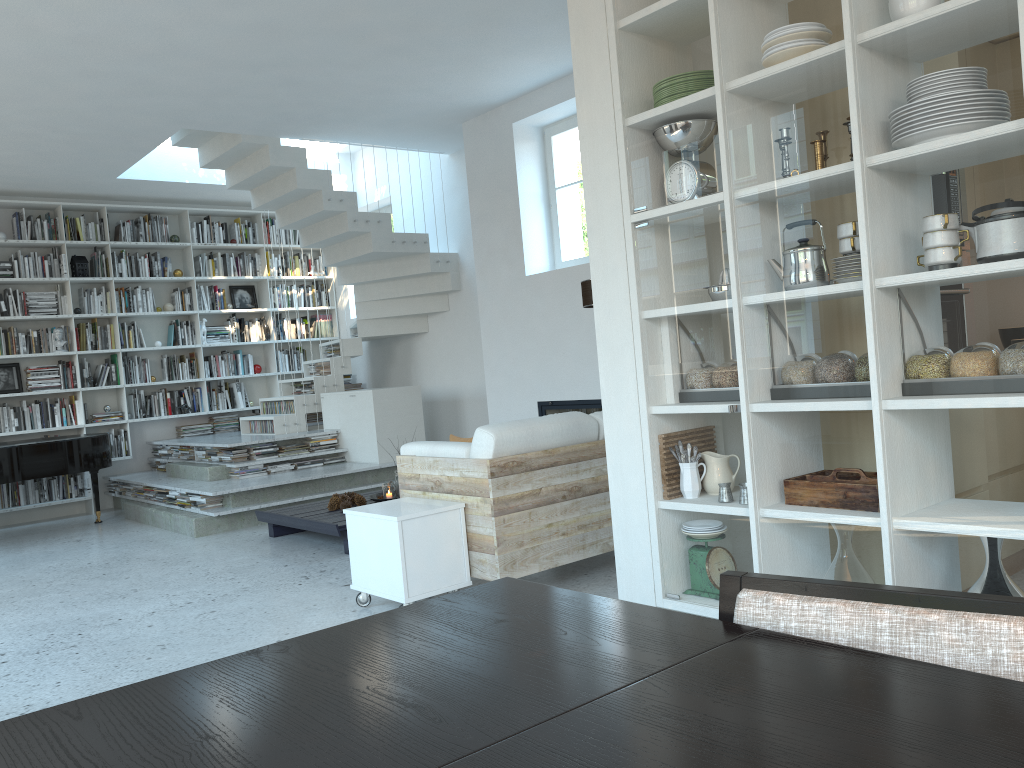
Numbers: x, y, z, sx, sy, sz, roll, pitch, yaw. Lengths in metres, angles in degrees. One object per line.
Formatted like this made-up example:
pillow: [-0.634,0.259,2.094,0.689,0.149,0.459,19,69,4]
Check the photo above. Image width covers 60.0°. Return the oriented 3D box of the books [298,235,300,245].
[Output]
books: [-2.582,-1.748,10.626,0.010,0.236,0.131,-7,2,-39]

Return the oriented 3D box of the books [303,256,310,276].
books: [-2.486,-1.401,10.659,0.022,0.261,0.160,-7,2,-39]

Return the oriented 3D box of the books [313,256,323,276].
books: [-2.360,-1.414,10.781,0.029,0.258,0.163,-7,2,-39]

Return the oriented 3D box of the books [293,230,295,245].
books: [-2.631,-1.756,10.574,0.015,0.263,0.143,-7,2,-39]

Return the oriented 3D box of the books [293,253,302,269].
books: [-2.560,-1.411,10.608,0.010,0.295,0.165,-7,2,-39]

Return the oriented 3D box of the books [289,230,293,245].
books: [-2.658,-1.726,10.547,0.026,0.208,0.163,-7,2,-39]

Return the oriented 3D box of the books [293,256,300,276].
books: [-2.595,-1.379,10.507,0.042,0.242,0.248,-7,2,-39]

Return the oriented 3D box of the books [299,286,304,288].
books: [-2.524,-1.036,10.651,0.010,0.274,0.130,-7,2,-39]

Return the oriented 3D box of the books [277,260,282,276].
books: [-2.746,-1.337,10.342,0.024,0.193,0.190,-7,2,-39]

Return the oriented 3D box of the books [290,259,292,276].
books: [-2.638,-1.355,10.446,0.014,0.206,0.184,-7,2,-39]

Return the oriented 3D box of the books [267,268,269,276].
books: [-2.873,-1.374,10.273,0.036,0.294,0.135,-7,2,-39]

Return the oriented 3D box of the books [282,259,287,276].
books: [-2.695,-1.352,10.413,0.025,0.211,0.135,-7,2,-39]

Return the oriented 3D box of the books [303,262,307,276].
books: [-2.516,-1.359,10.657,0.034,0.183,0.156,-7,2,-39]

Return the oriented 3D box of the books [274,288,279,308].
books: [-2.790,-0.993,10.382,0.023,0.248,0.182,-7,2,-39]

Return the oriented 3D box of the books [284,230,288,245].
books: [-2.714,-1.741,10.509,0.027,0.250,0.154,-7,2,-39]

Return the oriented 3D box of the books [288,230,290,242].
books: [-2.683,-1.732,10.545,0.014,0.226,0.133,-7,2,-39]

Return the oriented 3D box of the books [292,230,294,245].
books: [-2.645,-1.766,10.568,0.012,0.285,0.159,-7,2,-39]

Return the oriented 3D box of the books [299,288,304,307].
books: [-2.542,-1.018,10.596,0.045,0.245,0.177,-7,2,-39]

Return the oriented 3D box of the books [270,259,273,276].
books: [-2.824,-1.335,10.282,0.024,0.205,0.165,-7,2,-39]

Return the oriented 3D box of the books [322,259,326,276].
books: [-2.333,-1.411,10.803,0.040,0.246,0.160,-7,2,-39]

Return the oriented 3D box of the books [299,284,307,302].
books: [-2.509,-1.046,10.658,0.024,0.292,0.132,-7,2,-39]

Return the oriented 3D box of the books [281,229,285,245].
books: [-2.740,-1.745,10.477,0.029,0.264,0.179,-7,2,-39]

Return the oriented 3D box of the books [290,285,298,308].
books: [-2.608,-1.031,10.551,0.030,0.284,0.166,-7,2,-39]

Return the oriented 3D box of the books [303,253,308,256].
books: [-2.488,-1.418,10.686,0.011,0.294,0.151,-7,2,-39]

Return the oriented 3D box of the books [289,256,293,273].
books: [-2.630,-1.375,10.461,0.022,0.242,0.144,-7,2,-39]

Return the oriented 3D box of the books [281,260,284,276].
books: [-2.740,-1.342,10.420,0.038,0.199,0.170,-7,2,-39]

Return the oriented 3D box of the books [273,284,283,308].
books: [-2.747,-1.016,10.415,0.014,0.285,0.185,-7,2,-39]

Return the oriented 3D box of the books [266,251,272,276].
books: [-2.841,-1.378,10.269,0.010,0.294,0.183,-7,2,-39]

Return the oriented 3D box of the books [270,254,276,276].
books: [-2.802,-1.366,10.290,0.026,0.263,0.189,-7,2,-39]

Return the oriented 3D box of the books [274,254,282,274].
books: [-2.740,-1.373,10.367,0.023,0.264,0.158,-7,2,-39]

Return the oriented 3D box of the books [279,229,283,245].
books: [-2.759,-1.740,10.461,0.022,0.259,0.163,-7,2,-39]

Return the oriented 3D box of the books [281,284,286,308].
books: [-2.729,-1.025,10.464,0.022,0.297,0.162,-7,2,-39]

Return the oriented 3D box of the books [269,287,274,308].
books: [-2.834,-0.992,10.366,0.012,0.254,0.161,-7,2,-39]

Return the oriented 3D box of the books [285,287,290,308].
books: [-2.677,-1.012,10.491,0.013,0.260,0.158,-7,2,-39]

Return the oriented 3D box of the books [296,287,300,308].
books: [-2.578,-1.020,10.594,0.012,0.254,0.161,-7,2,-39]

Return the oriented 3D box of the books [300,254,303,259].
books: [-2.544,-1.406,10.638,0.024,0.281,0.153,-7,2,-39]

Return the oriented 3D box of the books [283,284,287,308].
books: [-2.708,-1.025,10.466,0.012,0.293,0.165,-7,2,-39]

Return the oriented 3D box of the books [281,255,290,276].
books: [-2.666,-1.376,10.413,0.023,0.254,0.189,-7,2,-39]

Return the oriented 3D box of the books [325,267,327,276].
books: [-2.300,-1.399,10.806,0.011,0.216,0.170,-7,2,-39]

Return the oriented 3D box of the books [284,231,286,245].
books: [-2.722,-1.733,10.489,0.011,0.237,0.148,-7,2,-39]

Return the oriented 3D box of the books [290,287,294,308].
books: [-2.643,-1.015,10.518,0.024,0.259,0.156,-7,2,-39]

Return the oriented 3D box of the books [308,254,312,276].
books: [-2.468,-1.417,10.688,0.023,0.287,0.163,-7,2,-39]

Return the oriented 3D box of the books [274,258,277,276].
books: [-2.779,-1.349,10.323,0.049,0.224,0.161,-7,2,-39]

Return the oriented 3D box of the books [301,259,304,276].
books: [-2.539,-1.371,10.607,0.013,0.213,0.186,-7,2,-39]

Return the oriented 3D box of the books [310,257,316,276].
books: [-2.428,-1.404,10.715,0.070,0.254,0.154,-7,2,-39]

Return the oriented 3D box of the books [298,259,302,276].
books: [-2.565,-1.372,10.593,0.023,0.220,0.171,-7,2,-39]

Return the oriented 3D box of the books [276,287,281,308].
books: [-2.770,-1.000,10.413,0.026,0.256,0.173,-7,2,-39]

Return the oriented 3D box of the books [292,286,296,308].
books: [-2.624,-1.019,10.531,0.022,0.263,0.172,-7,2,-39]

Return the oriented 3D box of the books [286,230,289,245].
books: [-2.688,-1.737,10.519,0.025,0.237,0.143,-7,2,-39]

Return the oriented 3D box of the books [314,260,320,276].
books: [-2.389,-1.388,10.744,0.023,0.213,0.180,-7,2,-39]

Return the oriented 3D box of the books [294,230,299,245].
books: [-2.599,-1.734,10.595,0.057,0.212,0.163,-7,2,-39]

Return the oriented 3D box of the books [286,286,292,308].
books: [-2.669,-1.018,10.510,0.025,0.271,0.152,-7,2,-39]

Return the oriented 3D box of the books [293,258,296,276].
books: [-2.600,-1.367,10.472,0.013,0.222,0.174,-7,2,-39]

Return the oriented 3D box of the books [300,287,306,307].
books: [-2.521,-1.028,10.622,0.023,0.258,0.184,-7,2,-39]

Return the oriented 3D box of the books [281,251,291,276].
books: [-2.654,-1.399,10.430,0.022,0.297,0.152,-7,2,-39]

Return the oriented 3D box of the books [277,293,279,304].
books: [-2.788,-0.989,10.407,0.011,0.239,0.173,-7,2,-39]

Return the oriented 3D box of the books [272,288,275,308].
books: [-2.827,-0.991,10.388,0.026,0.250,0.160,-7,2,-39]

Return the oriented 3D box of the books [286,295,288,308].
books: [-2.697,-0.969,10.491,0.027,0.179,0.157,-7,2,-39]

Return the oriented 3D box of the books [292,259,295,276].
books: [-2.617,-1.374,10.472,0.012,0.238,0.165,-7,2,-39]
